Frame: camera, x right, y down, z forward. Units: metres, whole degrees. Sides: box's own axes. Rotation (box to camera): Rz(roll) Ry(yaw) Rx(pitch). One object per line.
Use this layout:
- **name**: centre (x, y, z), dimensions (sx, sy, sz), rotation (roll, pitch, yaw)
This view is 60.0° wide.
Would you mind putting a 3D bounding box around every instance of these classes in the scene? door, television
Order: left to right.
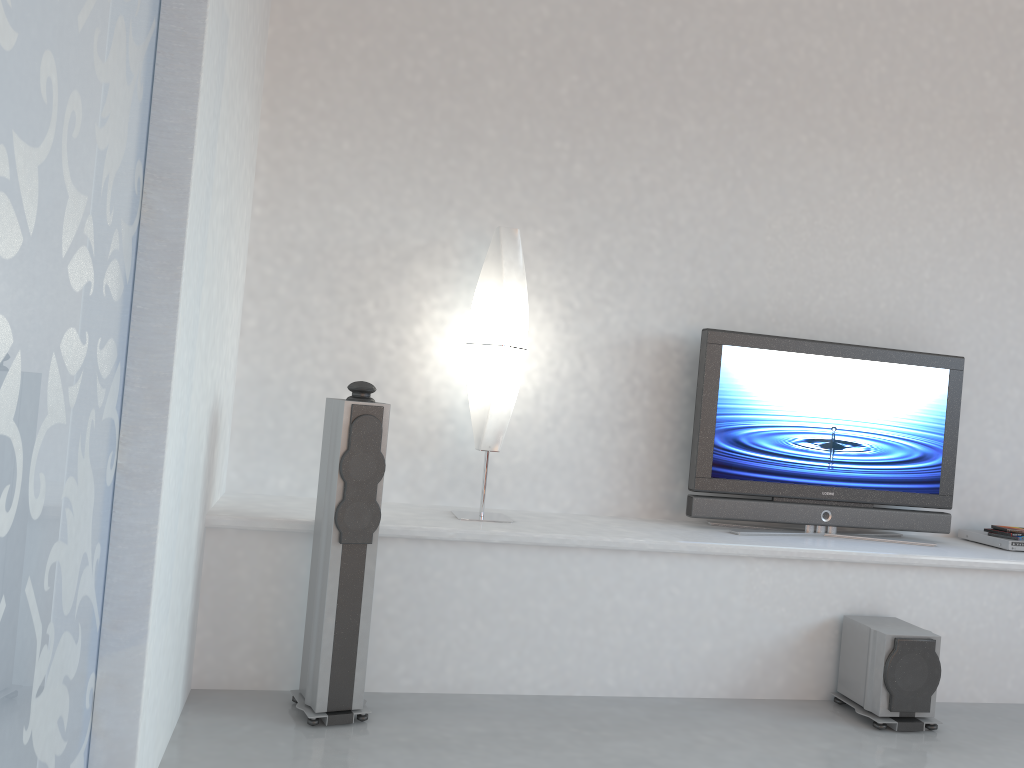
- **door**: centre (-0.764, -0.145, 1.397), dimensions (0.240, 2.550, 1.600), rotation (5, -1, -12)
- **television**: centre (1.510, 0.262, 4.231), dimensions (1.356, 0.919, 0.343), rotation (5, -1, -12)

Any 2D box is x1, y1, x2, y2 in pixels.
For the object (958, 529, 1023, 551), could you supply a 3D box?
- **object**: centre (2.550, 0.790, 4.457), dimensions (0.430, 0.045, 0.352), rotation (5, -1, -12)

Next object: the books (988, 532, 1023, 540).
- **books**: centre (2.467, 0.753, 4.411), dimensions (0.135, 0.015, 0.190), rotation (5, -1, 43)

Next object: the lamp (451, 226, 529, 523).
- **lamp**: centre (-0.076, -0.048, 3.804), dimensions (0.263, 1.239, 0.263), rotation (5, -1, -20)

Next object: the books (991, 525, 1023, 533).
- **books**: centre (2.519, 0.727, 4.420), dimensions (0.190, 0.015, 0.135), rotation (5, -1, -2)

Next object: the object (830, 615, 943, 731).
- **object**: centre (1.548, 1.184, 3.655), dimensions (0.336, 0.374, 0.337), rotation (5, -1, -12)

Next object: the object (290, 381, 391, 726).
- **object**: centre (-0.598, 0.578, 3.163), dimensions (0.255, 1.184, 0.273), rotation (6, -1, -27)

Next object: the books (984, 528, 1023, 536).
- **books**: centre (2.467, 0.738, 4.414), dimensions (0.190, 0.015, 0.135), rotation (6, -1, -32)

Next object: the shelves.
- **shelves**: centre (1.496, 0.746, 4.112), dimensions (5.500, 0.050, 0.650), rotation (5, -1, -12)
